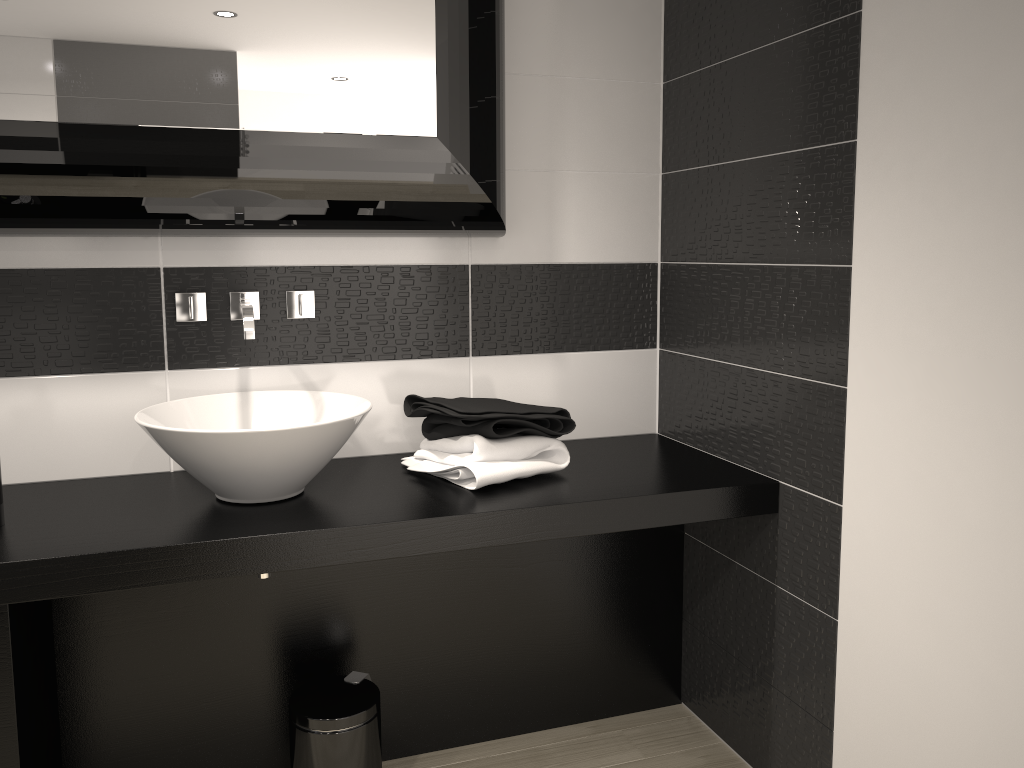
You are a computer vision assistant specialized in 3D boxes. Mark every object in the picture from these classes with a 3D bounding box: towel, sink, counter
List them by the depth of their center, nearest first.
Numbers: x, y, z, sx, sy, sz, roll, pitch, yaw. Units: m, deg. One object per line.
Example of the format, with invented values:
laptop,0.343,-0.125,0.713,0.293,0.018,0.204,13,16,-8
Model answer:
counter,-1.230,0.350,1.981,3.846,0.084,0.657,-3,9,-19
sink,-0.626,0.163,2.194,0.560,0.211,0.561,-7,11,-40
towel,-0.085,0.176,2.426,0.391,0.132,0.407,-6,10,-34
towel,-0.084,0.102,2.455,0.388,0.131,0.407,-5,10,-32

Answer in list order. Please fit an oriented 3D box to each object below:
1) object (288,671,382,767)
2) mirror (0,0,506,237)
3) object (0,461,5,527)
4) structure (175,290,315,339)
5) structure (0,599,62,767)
object,-0.442,0.948,2.234,0.226,0.337,0.303,-1,8,-9
mirror,-1.232,-0.800,2.063,2.615,0.898,0.259,-3,7,-19
object,-1.152,0.209,1.939,0.063,0.207,0.063,-6,9,-39
structure,-0.689,-0.183,2.326,0.367,0.108,0.260,-3,9,-19
structure,-1.118,0.777,1.971,0.126,0.759,0.466,-3,7,-19
